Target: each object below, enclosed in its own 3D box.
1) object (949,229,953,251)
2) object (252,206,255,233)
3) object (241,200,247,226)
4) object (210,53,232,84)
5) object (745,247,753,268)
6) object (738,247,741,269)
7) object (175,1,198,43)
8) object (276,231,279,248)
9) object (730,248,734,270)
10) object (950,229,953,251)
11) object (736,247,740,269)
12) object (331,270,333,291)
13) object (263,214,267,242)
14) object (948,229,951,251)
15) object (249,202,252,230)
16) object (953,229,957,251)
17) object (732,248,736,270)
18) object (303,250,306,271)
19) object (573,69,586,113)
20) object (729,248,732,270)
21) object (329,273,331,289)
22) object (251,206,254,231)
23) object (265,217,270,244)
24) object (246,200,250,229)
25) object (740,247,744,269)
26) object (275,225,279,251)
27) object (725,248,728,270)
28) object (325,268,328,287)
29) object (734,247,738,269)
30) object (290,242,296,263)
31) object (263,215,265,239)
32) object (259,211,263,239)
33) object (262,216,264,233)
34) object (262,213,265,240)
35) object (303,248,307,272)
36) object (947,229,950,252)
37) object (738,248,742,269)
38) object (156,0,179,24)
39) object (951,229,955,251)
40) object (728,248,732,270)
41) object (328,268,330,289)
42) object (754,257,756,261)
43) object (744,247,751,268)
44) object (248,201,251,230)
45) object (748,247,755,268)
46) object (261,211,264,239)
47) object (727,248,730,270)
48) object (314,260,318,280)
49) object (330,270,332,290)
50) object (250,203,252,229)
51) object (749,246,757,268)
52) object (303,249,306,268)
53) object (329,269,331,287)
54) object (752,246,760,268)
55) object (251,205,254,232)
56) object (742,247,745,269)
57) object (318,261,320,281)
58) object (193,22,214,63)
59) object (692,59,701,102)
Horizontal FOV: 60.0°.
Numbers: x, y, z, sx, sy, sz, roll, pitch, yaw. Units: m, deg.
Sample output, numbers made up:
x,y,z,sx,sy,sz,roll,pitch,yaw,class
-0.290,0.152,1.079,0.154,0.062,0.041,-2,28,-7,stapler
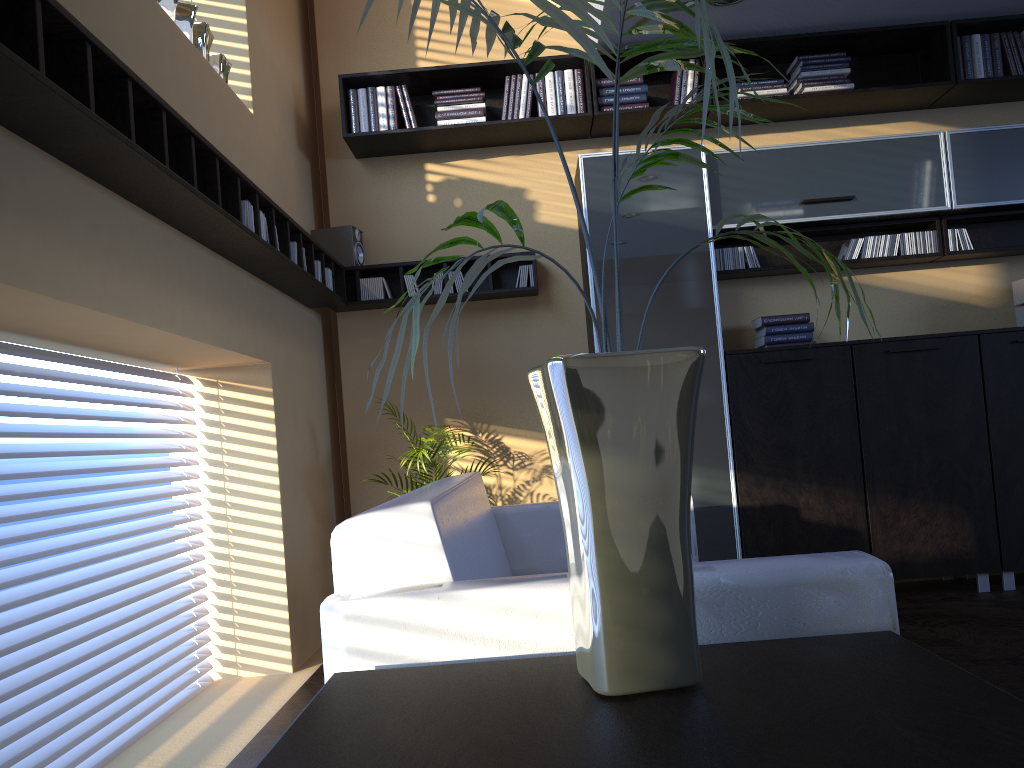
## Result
x,y,z,sx,sy,sz,roll,pitch,yaw,class
2.372,-0.772,4.857,0.009,0.120,0.142,-5,-3,1,object
-1.031,-0.598,3.299,0.140,0.118,0.006,-5,-2,1,object
-1.031,-0.603,3.203,0.142,0.118,0.040,-5,-2,1,object
-1.270,-1.314,3.799,0.117,0.149,0.124,-5,-3,1,object
1.288,-0.683,4.877,0.030,0.120,0.142,-5,-3,1,object
1.237,-0.679,4.876,0.006,0.118,0.140,-5,-3,1,object
-1.283,-1.351,3.393,0.137,0.173,0.144,-2,-4,-39,object
-1.022,-0.578,3.601,0.140,0.116,0.036,-5,-2,1,object
1.197,-0.675,4.882,0.009,0.120,0.142,-5,-3,1,object
2.372,-0.772,4.855,0.006,0.118,0.140,-5,-3,1,object
1.227,-0.678,4.877,0.009,0.120,0.142,-5,-3,1,object
-0.994,-0.520,4.555,0.142,0.120,0.009,-5,-2,1,object
-1.023,-0.590,3.427,0.142,0.120,0.009,-5,-2,1,object
2.362,-0.771,4.852,0.006,0.118,0.140,-5,-3,1,object
-1.029,-0.601,3.248,0.142,0.120,0.009,-5,-2,1,object
2.392,-0.773,4.858,0.009,0.120,0.142,-5,-3,1,object
1.207,-0.676,4.880,0.009,0.120,0.142,-5,-3,1,object
-1.009,-0.553,4.009,0.142,0.120,0.030,-5,-2,1,object
0.367,-1.554,4.851,0.050,0.258,0.208,-5,-3,1,object
1.187,-0.675,4.876,0.006,0.118,0.140,-5,-3,1,object
-0.997,-0.522,4.514,0.142,0.120,0.009,-5,-2,1,object
-1.032,-0.598,3.289,0.142,0.120,0.009,-5,-2,1,object
-1.026,-0.586,3.471,0.142,0.118,0.040,-5,-2,1,object
-1.029,-0.603,3.228,0.142,0.120,0.009,-5,-2,1,object
1.247,-0.680,4.876,0.009,0.120,0.142,-5,-3,1,object
-1.023,-0.578,3.601,0.142,0.118,0.040,-5,-2,1,object
1.167,-0.673,4.878,0.006,0.118,0.140,-5,-3,1,object
-1.000,-0.523,4.470,0.142,0.118,0.040,-5,-2,1,object
1.217,-0.677,4.877,0.009,0.120,0.142,-5,-3,1,object
-1.016,-0.560,3.877,0.142,0.118,0.040,-5,-2,1,object
-1.026,-0.591,3.417,0.142,0.120,0.009,-5,-2,1,object
-1.024,-0.593,3.376,0.142,0.120,0.009,-5,-2,1,object
-1.026,-0.591,3.406,0.142,0.120,0.009,-5,-2,1,object
-1.024,-0.591,3.407,0.140,0.118,0.006,-5,-2,1,object
-1.008,-0.552,4.030,0.140,0.117,0.026,-5,-2,1,object
2.362,-0.771,4.857,0.009,0.120,0.142,-5,-3,1,object
1.237,-0.679,4.879,0.009,0.120,0.142,-5,-3,1,object
-1.283,-1.356,3.213,0.126,0.159,0.133,-6,-3,21,object
2.382,-0.773,4.853,0.009,0.120,0.142,-5,-3,1,object
1.187,-0.675,4.878,0.009,0.120,0.142,-5,-3,1,object
-0.998,-0.523,4.504,0.142,0.120,0.009,-5,-2,1,object
1.324,-0.684,4.882,0.036,0.116,0.140,-5,-3,1,object
1.278,-0.682,4.876,0.026,0.117,0.140,-5,-3,1,object
-1.028,-0.602,3.238,0.142,0.120,0.009,-5,-2,1,object
1.298,-0.683,4.880,0.030,0.120,0.142,-5,-3,1,object
-1.022,-0.593,3.386,0.142,0.120,0.009,-5,-2,1,object
1.177,-0.674,4.876,0.006,0.118,0.140,-5,-3,1,object
-1.009,-0.535,4.277,0.142,0.118,0.040,-5,-2,1,object
-0.995,-0.520,4.545,0.142,0.120,0.009,-5,-2,1,object
-1.029,-0.601,3.258,0.142,0.120,0.009,-5,-2,1,object
1.309,-0.685,4.873,0.030,0.120,0.142,-5,-3,1,object
-1.013,-0.552,4.029,0.142,0.120,0.030,-5,-2,1,object
-0.994,-0.522,4.514,0.140,0.118,0.006,-5,-2,1,object
1.324,-0.685,4.876,0.040,0.118,0.142,-5,-3,1,object
-1.031,-0.599,3.289,0.140,0.118,0.006,-5,-2,1,object
1.257,-0.680,4.880,0.009,0.120,0.142,-5,-3,1,object
-1.004,-0.535,4.302,0.140,0.117,0.026,-5,-2,1,object
-1.276,-1.340,3.572,0.137,0.173,0.144,-4,-3,-9,object
0.989,-1.605,4.844,0.075,0.259,0.208,-5,-3,1,object
